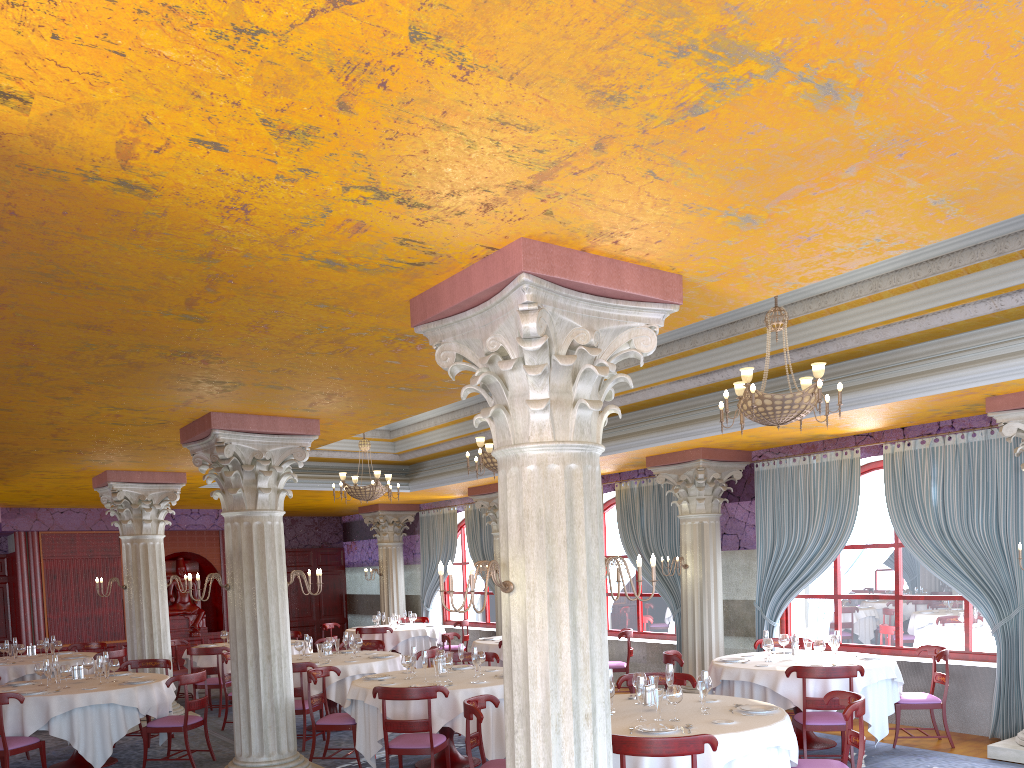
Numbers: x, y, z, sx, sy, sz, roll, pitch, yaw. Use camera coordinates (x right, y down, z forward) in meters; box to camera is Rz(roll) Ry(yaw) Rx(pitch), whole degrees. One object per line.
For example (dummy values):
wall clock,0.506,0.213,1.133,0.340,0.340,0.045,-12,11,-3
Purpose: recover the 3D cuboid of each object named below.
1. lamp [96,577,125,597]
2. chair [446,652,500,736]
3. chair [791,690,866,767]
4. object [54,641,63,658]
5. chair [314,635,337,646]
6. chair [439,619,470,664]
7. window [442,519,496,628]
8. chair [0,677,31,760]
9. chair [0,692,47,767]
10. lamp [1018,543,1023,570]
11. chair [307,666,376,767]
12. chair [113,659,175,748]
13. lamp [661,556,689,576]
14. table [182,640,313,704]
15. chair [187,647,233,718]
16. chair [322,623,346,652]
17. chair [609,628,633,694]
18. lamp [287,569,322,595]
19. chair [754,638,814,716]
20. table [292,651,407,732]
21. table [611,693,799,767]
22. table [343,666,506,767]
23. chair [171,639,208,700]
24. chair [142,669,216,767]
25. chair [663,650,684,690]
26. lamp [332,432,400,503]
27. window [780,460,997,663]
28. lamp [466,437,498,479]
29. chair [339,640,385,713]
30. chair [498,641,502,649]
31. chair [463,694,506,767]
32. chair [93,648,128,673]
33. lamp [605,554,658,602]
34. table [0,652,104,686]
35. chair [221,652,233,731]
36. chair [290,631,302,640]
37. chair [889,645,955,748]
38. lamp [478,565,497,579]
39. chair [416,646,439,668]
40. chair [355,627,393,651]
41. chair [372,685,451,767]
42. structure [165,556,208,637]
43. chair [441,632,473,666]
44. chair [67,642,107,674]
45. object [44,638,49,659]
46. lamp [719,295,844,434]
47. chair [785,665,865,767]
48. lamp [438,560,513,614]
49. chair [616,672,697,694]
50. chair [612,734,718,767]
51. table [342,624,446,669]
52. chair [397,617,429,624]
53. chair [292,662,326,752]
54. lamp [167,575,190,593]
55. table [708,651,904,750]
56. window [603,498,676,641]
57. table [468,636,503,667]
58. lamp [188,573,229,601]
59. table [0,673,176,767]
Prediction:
lamp,-5.729,2.888,12.188,0.343,0.274,0.383,-7,-9,41
chair,-0.520,3.875,10.560,0.749,1.097,0.645,-2,-1,9
chair,2.361,2.921,6.546,0.647,1.095,0.750,-2,-2,9
object,-7.144,4.179,13.494,0.121,0.265,0.123,-3,1,-45
chair,-3.229,4.772,14.335,0.647,1.095,0.750,-2,-2,9
chair,-1.181,5.351,17.433,0.647,1.095,0.750,-2,-2,9
window,-0.571,4.071,18.775,0.158,2.553,3.615,-4,-4,-36
chair,-6.237,4.010,10.197,0.647,1.095,0.750,-2,-2,9
chair,-5.227,3.675,8.790,0.749,1.097,0.645,-2,-1,9
lamp,5.083,1.657,8.252,0.343,0.274,0.383,-7,-9,41
chair,-1.926,3.715,9.554,0.647,1.095,0.750,-2,-2,9
chair,-4.831,4.170,11.202,0.749,1.097,0.645,-2,-1,9
lamp,2.305,2.577,12.122,0.343,0.274,0.383,-7,-9,41
table,-4.439,4.912,14.539,2.082,0.953,2.124,4,-11,-35
chair,-4.635,4.612,13.329,0.749,1.097,0.645,-2,-1,9
chair,-3.597,5.525,17.834,0.647,1.095,0.750,-2,-2,9
chair,1.608,4.427,13.546,0.647,1.095,0.750,-2,-2,9
lamp,-2.136,2.043,8.817,0.343,0.274,0.383,-7,-9,41
chair,3.489,3.804,10.925,0.749,1.097,0.645,-2,-1,9
table,-2.504,4.272,11.844,2.082,0.953,2.124,4,-11,-35
table,1.151,3.061,6.750,2.082,0.953,2.124,4,-11,-35
table,-0.720,3.681,9.358,2.082,0.953,2.124,4,-11,-35
chair,-5.645,4.946,14.736,0.647,1.095,0.750,-2,-2,9
chair,-3.821,3.836,9.796,0.647,1.095,0.750,-2,-2,9
chair,2.083,3.644,9.919,0.647,1.095,0.750,-2,-2,9
lamp,-2.375,0.844,13.755,0.961,2.188,0.954,-2,1,9
window,4.979,2.232,11.041,0.158,2.553,3.615,-4,-4,-36
lamp,-0.079,0.084,10.557,0.961,2.188,0.954,-2,1,9
chair,-2.304,4.466,13.046,0.749,1.097,0.645,-2,-1,9
chair,0.202,4.267,12.540,0.749,1.097,0.645,-2,-1,9
chair,-0.055,3.095,6.947,0.647,1.095,0.750,-2,-2,9
chair,-6.307,4.659,13.259,0.647,1.095,0.750,-2,-2,9
lamp,0.641,1.124,4.947,0.343,0.274,0.383,-7,-9,41
table,-7.517,4.799,13.464,2.082,0.953,2.124,4,-11,-35
chair,-3.710,4.306,12.040,0.647,1.095,0.750,-2,-2,9
chair,-4.239,5.107,15.741,0.749,1.097,0.645,-2,-1,9
chair,4.499,3.469,9.518,0.647,1.095,0.750,-2,-2,9
lamp,-0.451,3.490,15.963,0.343,0.274,0.383,-7,-9,41
chair,-1.294,4.132,11.639,0.647,1.095,0.750,-2,-2,9
chair,-2.588,5.190,16.427,0.749,1.097,0.645,-2,-1,9
chair,-0.916,3.380,8.147,0.749,1.097,0.645,-2,-1,9
structure,-7.417,4.788,19.271,0.959,1.857,0.642,-2,1,-36
chair,-0.808,4.601,13.947,0.647,1.095,0.750,-2,-2,9
chair,-7.317,4.994,14.666,0.749,1.097,0.645,-2,-1,9
object,-7.194,4.095,13.253,0.074,0.337,0.073,-2,3,0
lamp,2.254,-0.689,7.306,0.961,2.188,0.954,-2,1,9
chair,3.093,3.309,8.512,0.749,1.097,0.645,-2,-1,9
lamp,-0.195,1.055,4.477,0.343,0.274,0.383,-7,-9,41
chair,1.351,3.255,7.953,0.749,1.097,0.645,-2,-1,9
chair,0.955,2.761,5.540,0.749,1.097,0.645,-2,-1,9
table,-2.391,5.491,17.637,2.082,0.953,2.124,4,-11,-35
chair,-2.191,5.685,18.840,0.749,1.097,0.645,-2,-1,9
chair,-2.701,3.971,10.633,0.749,1.097,0.645,-2,-1,9
lamp,-4.921,2.965,12.696,0.343,0.274,0.383,-7,-9,41
table,3.289,3.609,9.722,2.082,0.953,2.124,4,-11,-35
window,2.203,3.152,14.909,0.158,2.553,3.615,-4,-4,-36
table,0.398,4.567,13.751,2.082,0.953,2.124,4,-11,-35
lamp,-2.972,1.975,8.347,0.343,0.274,0.383,-7,-9,41
table,-5.031,3.976,10.000,2.082,0.953,2.124,4,-11,-35
